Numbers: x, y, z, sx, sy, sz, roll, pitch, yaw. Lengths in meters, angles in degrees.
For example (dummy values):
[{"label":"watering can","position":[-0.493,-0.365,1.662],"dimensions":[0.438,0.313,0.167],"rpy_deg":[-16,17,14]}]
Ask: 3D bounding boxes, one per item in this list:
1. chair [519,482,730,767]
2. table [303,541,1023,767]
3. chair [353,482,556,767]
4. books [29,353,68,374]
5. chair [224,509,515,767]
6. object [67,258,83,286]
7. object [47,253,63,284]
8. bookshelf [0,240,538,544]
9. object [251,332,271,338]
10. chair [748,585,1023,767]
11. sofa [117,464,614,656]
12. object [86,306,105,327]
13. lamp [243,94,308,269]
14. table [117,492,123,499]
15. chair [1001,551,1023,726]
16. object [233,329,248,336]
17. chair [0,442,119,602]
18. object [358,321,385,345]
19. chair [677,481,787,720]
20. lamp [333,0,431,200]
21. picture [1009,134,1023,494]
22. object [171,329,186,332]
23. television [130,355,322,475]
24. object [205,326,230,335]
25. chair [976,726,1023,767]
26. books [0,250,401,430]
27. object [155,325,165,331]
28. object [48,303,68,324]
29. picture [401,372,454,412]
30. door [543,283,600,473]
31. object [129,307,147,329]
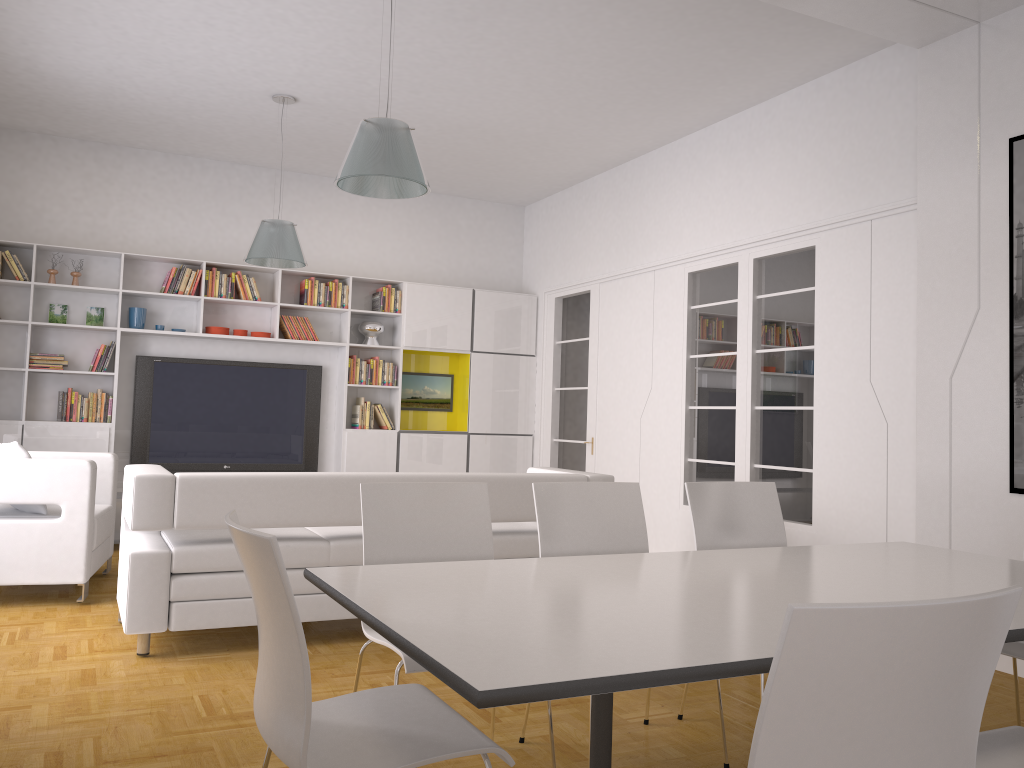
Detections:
[{"label":"chair","position":[0.379,0.838,3.163],"dimensions":[0.560,0.932,0.575],"rpy_deg":[3,-4,-26]},{"label":"table","position":[0.747,0.923,2.471],"dimensions":[2.409,0.723,1.210],"rpy_deg":[3,-3,-26]},{"label":"chair","position":[-0.213,0.808,2.873],"dimensions":[0.560,0.932,0.575],"rpy_deg":[3,-4,-26]},{"label":"books","position":[-3.901,-0.172,7.470],"dimensions":[0.283,0.153,0.207],"rpy_deg":[3,-3,-26]},{"label":"chair","position":[-0.353,0.766,1.956],"dimensions":[0.575,0.932,0.560],"rpy_deg":[3,-4,-26]},{"label":"object","position":[-3.780,-0.953,7.603],"dimensions":[0.179,0.260,0.119],"rpy_deg":[2,-3,-6]},{"label":"object","position":[-3.880,-0.969,7.535],"dimensions":[0.120,0.279,0.179],"rpy_deg":[3,-3,-21]},{"label":"bookshelf","position":[-2.250,0.177,8.290],"dimensions":[5.362,2.483,0.389],"rpy_deg":[3,-4,-26]},{"label":"object","position":[-2.331,-0.449,8.227],"dimensions":[0.182,0.054,0.182],"rpy_deg":[3,-3,-30]},{"label":"chair","position":[0.463,0.774,1.471],"dimensions":[0.560,0.932,0.575],"rpy_deg":[3,-4,-26]},{"label":"sofa","position":[-0.757,0.901,4.984],"dimensions":[2.621,0.850,0.822],"rpy_deg":[3,-3,-26]},{"label":"object","position":[-3.635,-0.580,7.732],"dimensions":[0.144,0.190,0.051],"rpy_deg":[3,-4,-26]},{"label":"lamp","position":[-1.727,-1.516,6.592],"dimensions":[0.464,1.251,0.464],"rpy_deg":[4,-4,-27]},{"label":"table","position":[-2.416,1.174,7.725],"dimensions":[1.972,0.435,0.437],"rpy_deg":[3,-3,-26]},{"label":"chair","position":[1.877,0.876,3.049],"dimensions":[0.575,0.932,0.560],"rpy_deg":[3,-4,-26]},{"label":"object","position":[-2.502,-0.460,8.164],"dimensions":[0.128,0.073,0.129],"rpy_deg":[3,-3,-30]},{"label":"chair","position":[-2.980,0.807,5.573],"dimensions":[0.801,0.912,1.095],"rpy_deg":[3,-3,-16]},{"label":"object","position":[-1.383,-0.486,8.712],"dimensions":[0.256,0.239,0.256],"rpy_deg":[3,-3,-18]},{"label":"chair","position":[1.008,0.871,3.471],"dimensions":[0.560,0.932,0.575],"rpy_deg":[3,-4,-26]},{"label":"lamp","position":[-0.604,-1.570,4.312],"dimensions":[0.464,1.251,0.464],"rpy_deg":[4,-4,-27]},{"label":"picture","position":[2.653,-0.360,4.071],"dimensions":[0.013,1.782,0.786],"rpy_deg":[4,-4,-26]},{"label":"object","position":[-2.978,-0.471,7.917],"dimensions":[0.124,0.032,0.123],"rpy_deg":[4,-3,-40]},{"label":"television","position":[-2.604,0.330,8.182],"dimensions":[1.659,1.089,0.082],"rpy_deg":[3,-4,-26]},{"label":"object","position":[-2.684,-0.476,8.075],"dimensions":[0.211,0.073,0.210],"rpy_deg":[0,-3,39]},{"label":"chair","position":[1.091,0.807,1.779],"dimensions":[0.560,0.932,0.575],"rpy_deg":[3,-4,-26]},{"label":"books","position":[-2.885,-0.358,7.963],"dimensions":[3.860,1.457,0.235],"rpy_deg":[3,-4,-26]},{"label":"object","position":[-3.118,-0.490,7.849],"dimensions":[0.078,0.056,0.078],"rpy_deg":[2,-3,-1]},{"label":"object","position":[-3.894,-0.594,7.605],"dimensions":[0.144,0.190,0.051],"rpy_deg":[3,-4,-26]},{"label":"picture","position":[-0.885,0.082,9.081],"dimensions":[0.608,0.388,0.007],"rpy_deg":[3,-4,-26]},{"label":"door","position":[0.573,0.296,8.651],"dimensions":[0.139,2.457,1.008],"rpy_deg":[4,-4,-26]},{"label":"object","position":[-3.285,-0.567,7.770],"dimensions":[0.147,0.193,0.147],"rpy_deg":[4,-4,-37]}]
